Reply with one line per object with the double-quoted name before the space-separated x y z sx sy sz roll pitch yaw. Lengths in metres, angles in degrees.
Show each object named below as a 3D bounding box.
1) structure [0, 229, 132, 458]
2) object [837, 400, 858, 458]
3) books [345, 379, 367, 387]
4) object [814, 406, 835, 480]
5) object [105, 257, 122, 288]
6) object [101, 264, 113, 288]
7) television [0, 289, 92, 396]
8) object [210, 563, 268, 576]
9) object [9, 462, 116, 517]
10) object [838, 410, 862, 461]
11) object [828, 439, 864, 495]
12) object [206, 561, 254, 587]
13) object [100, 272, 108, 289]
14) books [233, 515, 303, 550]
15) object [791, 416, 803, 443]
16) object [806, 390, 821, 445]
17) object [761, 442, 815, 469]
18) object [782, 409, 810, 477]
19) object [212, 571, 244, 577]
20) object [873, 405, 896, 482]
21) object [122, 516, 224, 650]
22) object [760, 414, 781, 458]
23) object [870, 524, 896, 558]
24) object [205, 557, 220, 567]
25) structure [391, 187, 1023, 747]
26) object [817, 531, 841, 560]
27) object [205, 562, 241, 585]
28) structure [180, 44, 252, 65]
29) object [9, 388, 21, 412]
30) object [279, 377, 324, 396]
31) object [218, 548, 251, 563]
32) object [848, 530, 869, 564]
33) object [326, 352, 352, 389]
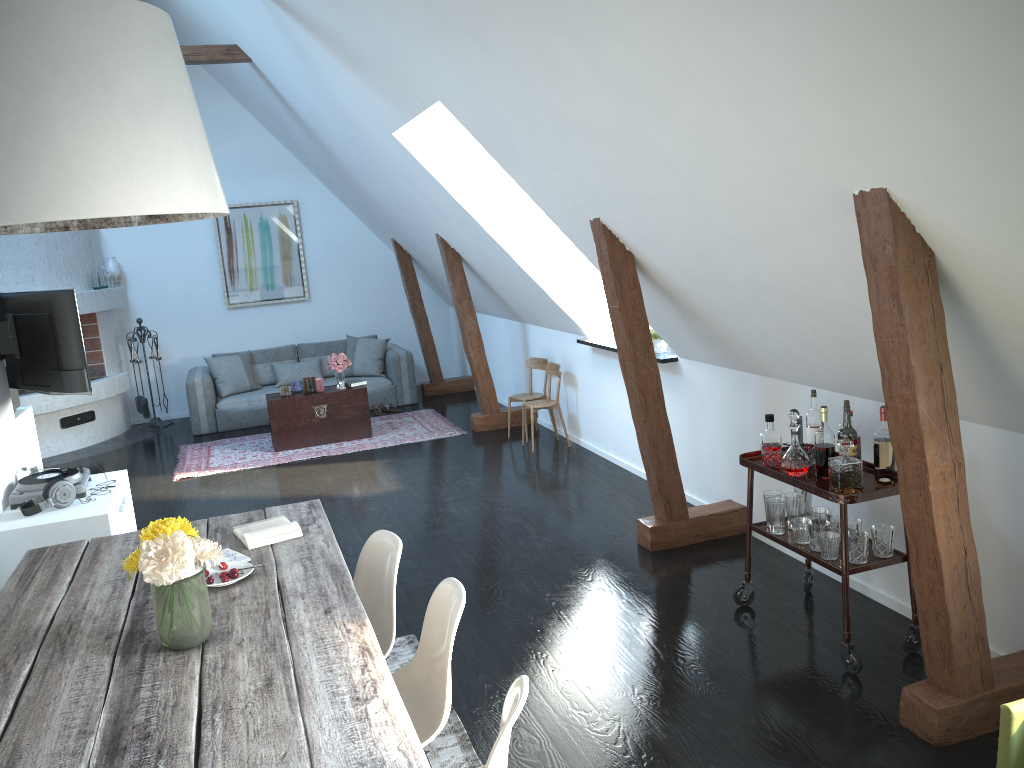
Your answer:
"structure" -5.905 -1.619 9.414 3.058 4.752 3.049 -7 10 -9
"object" 1.380 0.229 3.647 0.080 0.329 0.080 -10 11 -26
"books" -1.557 -0.010 8.672 0.179 0.034 0.243 -13 13 -39
"object" 1.301 0.242 3.688 0.081 0.307 0.081 -7 10 -11
"object" -4.457 -1.237 9.919 0.165 0.368 0.165 5 14 44
"object" -4.438 -1.185 9.741 0.081 0.258 0.150 -2 10 16
"television" -3.071 -0.202 5.307 1.005 0.652 0.537 3 12 37
"object" -0.913 0.620 2.968 0.194 0.022 0.019 -5 10 -2
"object" -2.682 0.596 5.297 0.558 0.162 0.742 -9 10 -20
"object" 1.438 0.240 3.774 0.067 0.257 0.099 -7 10 -12
"object" 1.307 0.325 3.474 0.101 0.211 0.101 -5 10 -2
"object" -0.962 0.639 2.947 0.205 0.024 0.205 -10 11 -25
"object" -4.429 -1.123 9.599 0.092 0.180 0.092 -4 10 6
"books" -0.933 0.553 3.376 0.202 0.042 0.251 -11 11 -29
"object" 1.309 0.238 4.074 0.052 0.182 0.135 -2 10 19
"object" 1.349 0.184 3.953 0.073 0.320 0.073 -10 11 -26
"object" 1.226 0.318 3.904 0.245 0.092 0.151 -3 10 11
"object" 1.195 0.248 3.744 0.114 0.292 0.114 5 14 44
"object" -0.947 0.632 2.953 0.110 0.011 0.058 -7 10 -13
"object" 1.509 0.239 3.594 0.081 0.308 0.081 -10 11 -25
"object" -0.928 0.547 2.451 0.293 0.365 0.233 4 13 43
"object" 1.178 0.240 4.044 0.087 0.206 0.087 -4 10 8
"object" 1.514 0.642 3.618 0.095 0.119 0.095 2 12 34
"object" -1.121 0.629 3.103 0.182 0.016 0.179 -9 11 -22
"structure" 1.065 -0.024 4.714 1.023 1.963 12.350 -8 10 -17
"object" 1.303 0.667 3.643 0.092 0.099 0.092 -13 13 -39
"object" -0.973 0.630 2.932 0.144 0.034 0.132 4 14 44
"structure" -4.502 -2.307 4.325 10.230 3.562 15.910 -7 10 -12
"object" -3.522 0.131 5.813 0.435 0.211 0.496 -8 10 -18
"object" -2.002 0.013 8.472 0.413 0.138 0.215 -6 10 -6
"object" -1.037 0.621 3.112 0.182 0.014 0.185 -14 13 -42
"object" 1.392 0.660 3.578 0.095 0.119 0.095 2 12 34
"object" -1.665 -0.136 8.527 0.235 0.351 0.234 1 12 32
